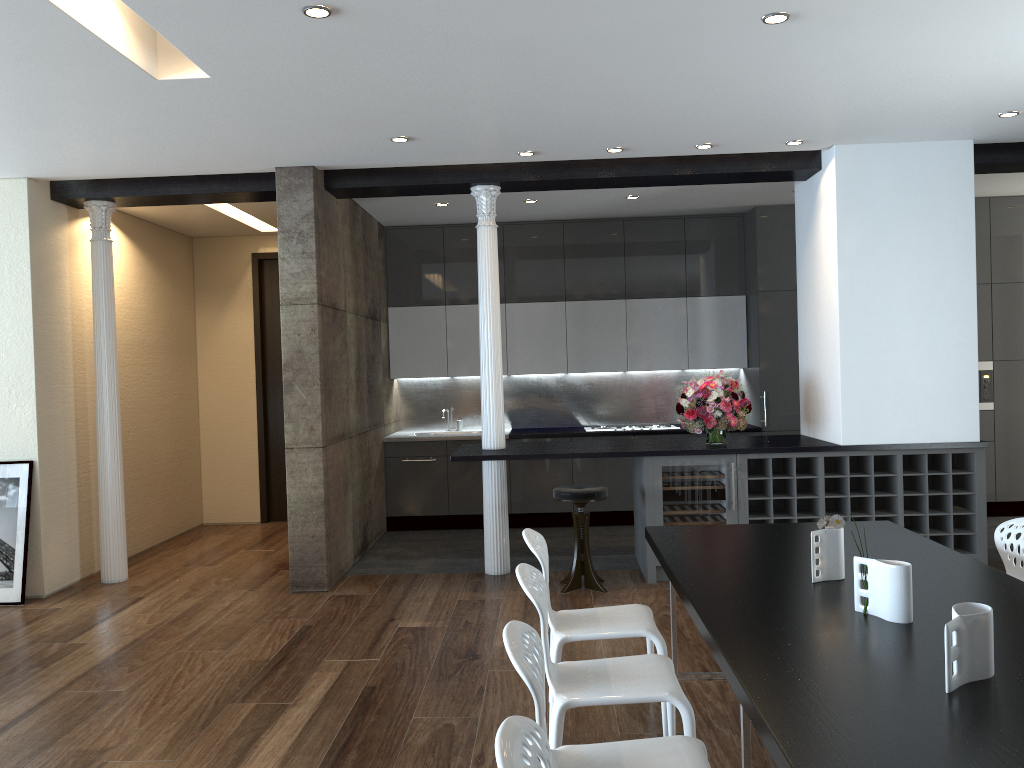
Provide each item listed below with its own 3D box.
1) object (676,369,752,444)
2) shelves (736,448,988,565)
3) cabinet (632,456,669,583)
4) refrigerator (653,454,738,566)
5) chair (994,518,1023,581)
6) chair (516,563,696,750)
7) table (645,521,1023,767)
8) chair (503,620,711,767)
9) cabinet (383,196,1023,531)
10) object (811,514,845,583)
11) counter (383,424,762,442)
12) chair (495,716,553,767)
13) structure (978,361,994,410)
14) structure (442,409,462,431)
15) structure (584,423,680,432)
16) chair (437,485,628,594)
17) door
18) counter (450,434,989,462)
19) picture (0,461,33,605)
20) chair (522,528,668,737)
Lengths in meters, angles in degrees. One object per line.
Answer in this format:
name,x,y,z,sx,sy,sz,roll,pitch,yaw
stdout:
object,1.482,0.166,6.528,0.544,0.552,0.570,-2,1,8
shelves,2.447,0.897,6.604,1.700,0.897,0.900,-2,1,2
cabinet,1.277,0.933,6.650,0.642,0.897,0.900,-2,1,2
refrigerator,1.287,0.881,6.216,0.578,0.774,0.075,-2,1,6
chair,1.949,0.997,3.745,0.581,0.835,0.495,-2,1,2
chair,0.316,1.059,3.135,0.581,0.835,0.495,-2,1,2
table,1.206,1.091,2.709,1.200,0.733,3.400,-2,1,2
chair,0.278,1.073,2.399,0.581,0.835,0.495,-2,1,2
cabinet,2.455,-0.191,8.722,7.409,2.980,0.827,-2,1,2
object,1.148,0.599,3.255,0.161,0.233,0.076,-2,1,-16
counter,0.574,0.567,8.821,3.597,0.223,0.807,-2,1,2
chair,0.270,1.086,1.703,0.581,0.835,0.495,-2,1,2
structure,4.202,0.018,8.542,0.595,0.452,0.528,-2,1,2
structure,-0.612,0.380,9.079,0.183,0.249,0.224,-2,1,3
structure,1.172,0.441,8.753,0.900,0.066,0.520,-2,1,2
chair,-0.415,1.282,2.912,16.134,0.952,21.556,-2,1,2
door,-2.138,0.033,9.307,1.037,2.814,0.246,-2,1,2
counter,1.434,0.460,6.635,3.700,0.040,1.000,-2,1,2
picture,-3.752,1.051,6.252,0.700,0.988,0.195,-2,1,2
chair,0.347,1.045,3.836,0.581,0.835,0.495,-2,1,2
